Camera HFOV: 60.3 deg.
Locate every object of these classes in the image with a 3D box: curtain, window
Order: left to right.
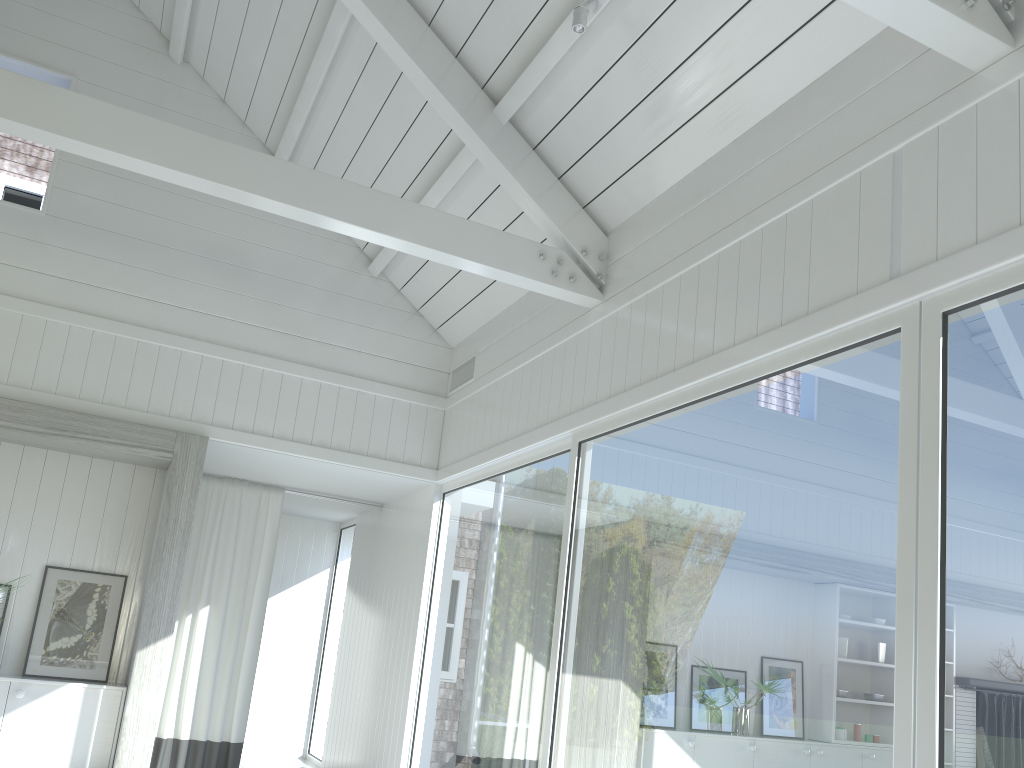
[{"bbox_3d":[-2.474,1.884,7.003,1.014,2.319,0.118,12,-13,-23],"label":"curtain"},{"bbox_3d":[-1.751,2.532,8.735,0.038,2.375,0.959,11,-13,-23],"label":"window"},{"bbox_3d":[1.652,0.639,1.534,0.081,2.367,11.103,11,-18,-23],"label":"window"}]

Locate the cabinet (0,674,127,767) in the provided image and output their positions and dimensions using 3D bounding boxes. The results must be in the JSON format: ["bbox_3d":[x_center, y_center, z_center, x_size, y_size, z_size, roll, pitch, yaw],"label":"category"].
[{"bbox_3d":[-3.998,1.882,5.106,3.209,0.539,0.663,14,-17,-23],"label":"cabinet"}]

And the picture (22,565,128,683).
[{"bbox_3d":[-2.820,1.557,5.711,0.499,0.688,0.066,12,-13,-24],"label":"picture"}]

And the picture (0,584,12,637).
[{"bbox_3d":[-3.477,1.471,5.418,0.614,0.541,0.054,13,-13,-24],"label":"picture"}]

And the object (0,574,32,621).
[{"bbox_3d":[-3.385,1.353,5.143,0.981,0.616,0.631,14,-16,-26],"label":"object"}]
